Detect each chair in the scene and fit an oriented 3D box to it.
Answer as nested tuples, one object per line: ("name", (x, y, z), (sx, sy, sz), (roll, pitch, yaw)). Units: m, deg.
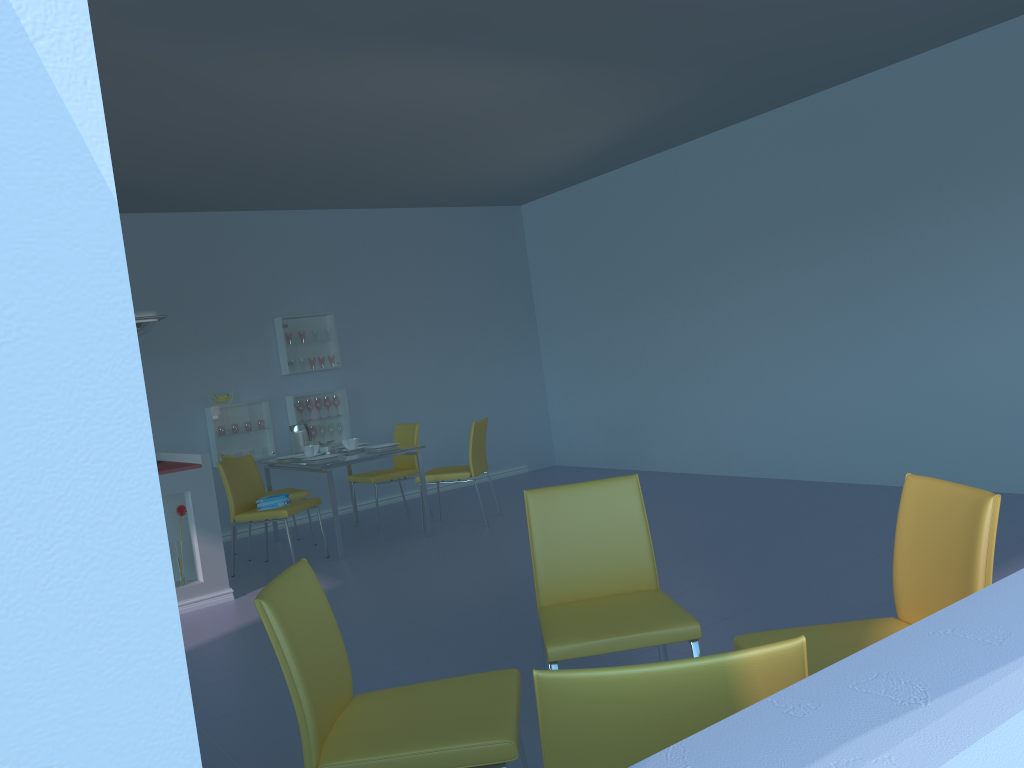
("chair", (-1.678, 0.789, 6.062), (0.484, 0.695, 0.387), (-9, 2, -32))
("chair", (0.263, 0.637, 2.419), (0.387, 0.695, 0.484), (-8, 2, -3))
("chair", (-0.912, 0.668, 6.562), (0.484, 0.695, 0.387), (-9, 2, -37))
("chair", (-0.223, 0.723, 1.870), (0.484, 0.699, 0.387), (-8, 2, 2))
("chair", (-1.480, 0.780, 5.462), (0.484, 0.695, 0.387), (-7, 2, 19))
("chair", (-0.373, 0.609, 6.092), (0.484, 0.695, 0.387), (-7, 2, 14))
("chair", (0.248, 0.674, 1.337), (0.387, 0.695, 0.484), (-8, 2, 2))
("chair", (0.769, 0.585, 1.893), (0.484, 0.695, 0.387), (-8, 2, -3))

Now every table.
("table", (-1.156, 0.774, 6.109), (0.730, 0.590, 1.173), (-9, 2, -34))

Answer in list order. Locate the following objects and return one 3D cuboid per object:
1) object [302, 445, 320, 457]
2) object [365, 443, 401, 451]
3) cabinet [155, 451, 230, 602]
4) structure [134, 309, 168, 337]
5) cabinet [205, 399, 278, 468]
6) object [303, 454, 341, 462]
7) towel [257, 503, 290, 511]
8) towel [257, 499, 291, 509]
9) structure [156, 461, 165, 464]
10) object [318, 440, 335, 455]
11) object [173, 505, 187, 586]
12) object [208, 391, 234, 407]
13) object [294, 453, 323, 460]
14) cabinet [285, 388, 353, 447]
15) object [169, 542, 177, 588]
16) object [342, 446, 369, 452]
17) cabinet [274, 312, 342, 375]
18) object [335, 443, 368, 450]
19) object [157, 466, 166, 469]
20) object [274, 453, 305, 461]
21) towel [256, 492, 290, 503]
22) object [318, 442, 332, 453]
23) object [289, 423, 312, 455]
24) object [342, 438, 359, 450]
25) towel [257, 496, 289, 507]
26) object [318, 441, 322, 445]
("object", (-1.374, 0.464, 6.041), (0.111, 0.083, 0.091), (-6, 2, 37))
("object", (-0.881, 0.429, 6.043), (0.228, 0.020, 0.228), (-9, 2, -38))
("cabinet", (-2.969, 0.955, 4.885), (2.200, 0.800, 2.139), (-9, 2, -34))
("structure", (-2.592, -0.747, 5.326), (0.695, 0.962, 0.895), (-9, 2, -34))
("cabinet", (-2.050, 0.371, 6.737), (0.450, 0.450, 0.173), (-9, 2, -34))
("object", (-1.240, 0.487, 5.783), (0.228, 0.020, 0.228), (-9, 2, -38))
("towel", (-1.468, 0.749, 5.460), (0.195, 0.024, 0.201), (-8, 2, -15))
("towel", (-1.466, 0.735, 5.464), (0.195, 0.024, 0.201), (-8, 2, -9))
("structure", (-2.430, 0.489, 5.362), (0.500, 0.047, 0.600), (-9, 2, -34))
("object", (-1.297, 0.449, 6.254), (0.166, 0.081, 0.123), (-9, 2, -43))
("object", (-1.741, 0.851, 4.683), (0.090, 0.427, 0.054), (-8, 2, -2))
("object", (-2.183, 0.114, 6.674), (0.203, 0.100, 0.077), (-9, 2, -42))
("object", (-1.361, 0.495, 6.053), (0.190, 0.020, 0.194), (-9, 2, -43))
("cabinet", (-1.536, 0.289, 7.094), (0.450, 0.450, 0.173), (-9, 2, -34))
("object", (-1.819, 0.894, 4.644), (0.085, 0.365, 0.050), (-9, 2, -36))
("object", (-1.112, 0.458, 6.154), (0.194, 0.020, 0.190), (-6, 2, 37))
("cabinet", (-1.620, -0.325, 7.074), (0.450, 0.450, 0.173), (-9, 2, -34))
("object", (-1.161, 0.455, 6.453), (0.228, 0.020, 0.228), (-9, 2, -38))
("object", (-2.000, 0.470, 4.750), (0.151, 0.006, 0.269), (-7, 2, 18))
("object", (-1.536, 0.514, 6.202), (0.228, 0.020, 0.228), (-9, 2, -33))
("towel", (-1.475, 0.704, 5.464), (0.195, 0.033, 0.190), (-8, 2, -8))
("object", (-1.312, 0.452, 6.240), (0.090, 0.071, 0.087), (-7, 2, 21))
("object", (-1.543, 0.405, 6.459), (0.132, 0.222, 0.146), (-8, 2, 8))
("object", (-1.110, 0.424, 6.165), (0.111, 0.083, 0.091), (-7, 2, 28))
("towel", (-1.471, 0.720, 5.461), (0.195, 0.027, 0.192), (-8, 2, -13))
("object", (-1.326, 0.436, 6.210), (0.023, 0.079, 0.077), (-7, 2, 21))
